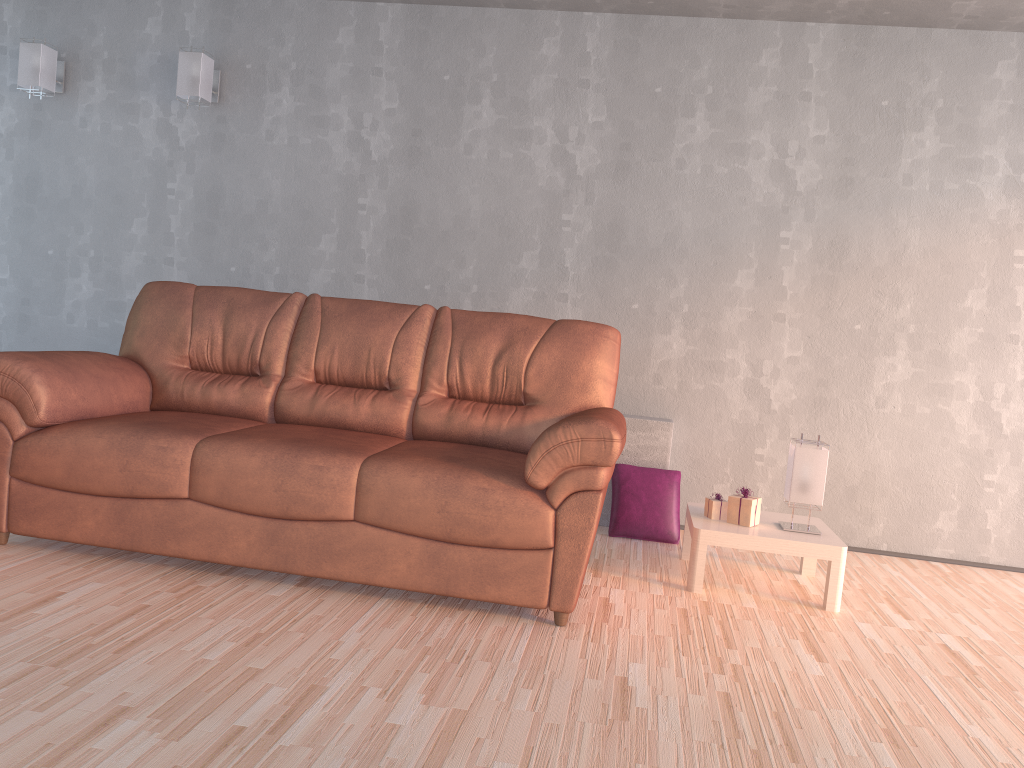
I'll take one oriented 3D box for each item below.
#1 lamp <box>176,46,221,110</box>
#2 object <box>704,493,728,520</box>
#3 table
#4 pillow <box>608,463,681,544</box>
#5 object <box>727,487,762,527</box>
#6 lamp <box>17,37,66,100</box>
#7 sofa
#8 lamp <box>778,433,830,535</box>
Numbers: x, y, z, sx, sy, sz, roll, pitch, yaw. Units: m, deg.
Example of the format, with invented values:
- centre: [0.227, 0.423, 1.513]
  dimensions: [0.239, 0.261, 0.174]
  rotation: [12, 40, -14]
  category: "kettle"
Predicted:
- centre: [-1.610, -1.560, 4.541]
  dimensions: [0.165, 0.319, 0.177]
  rotation: [6, 4, 8]
  category: "lamp"
- centre: [0.838, 0.480, 3.501]
  dimensions: [0.152, 0.105, 0.080]
  rotation: [4, 4, -23]
  category: "object"
- centre: [0.966, 0.665, 3.490]
  dimensions: [0.548, 0.241, 0.548]
  rotation: [6, 4, 8]
  category: "table"
- centre: [0.620, 0.556, 4.126]
  dimensions: [0.327, 0.326, 0.241]
  rotation: [6, 4, 2]
  category: "pillow"
- centre: [0.897, 0.468, 3.419]
  dimensions: [0.099, 0.147, 0.102]
  rotation: [8, 4, 37]
  category: "object"
- centre: [-2.480, -1.653, 4.662]
  dimensions: [0.165, 0.319, 0.168]
  rotation: [6, 4, 8]
  category: "lamp"
- centre: [-0.685, 0.126, 3.280]
  dimensions: [2.202, 0.923, 0.981]
  rotation: [6, 4, 8]
  category: "sofa"
- centre: [1.128, 0.379, 3.413]
  dimensions: [0.140, 0.376, 0.140]
  rotation: [6, 4, 8]
  category: "lamp"
